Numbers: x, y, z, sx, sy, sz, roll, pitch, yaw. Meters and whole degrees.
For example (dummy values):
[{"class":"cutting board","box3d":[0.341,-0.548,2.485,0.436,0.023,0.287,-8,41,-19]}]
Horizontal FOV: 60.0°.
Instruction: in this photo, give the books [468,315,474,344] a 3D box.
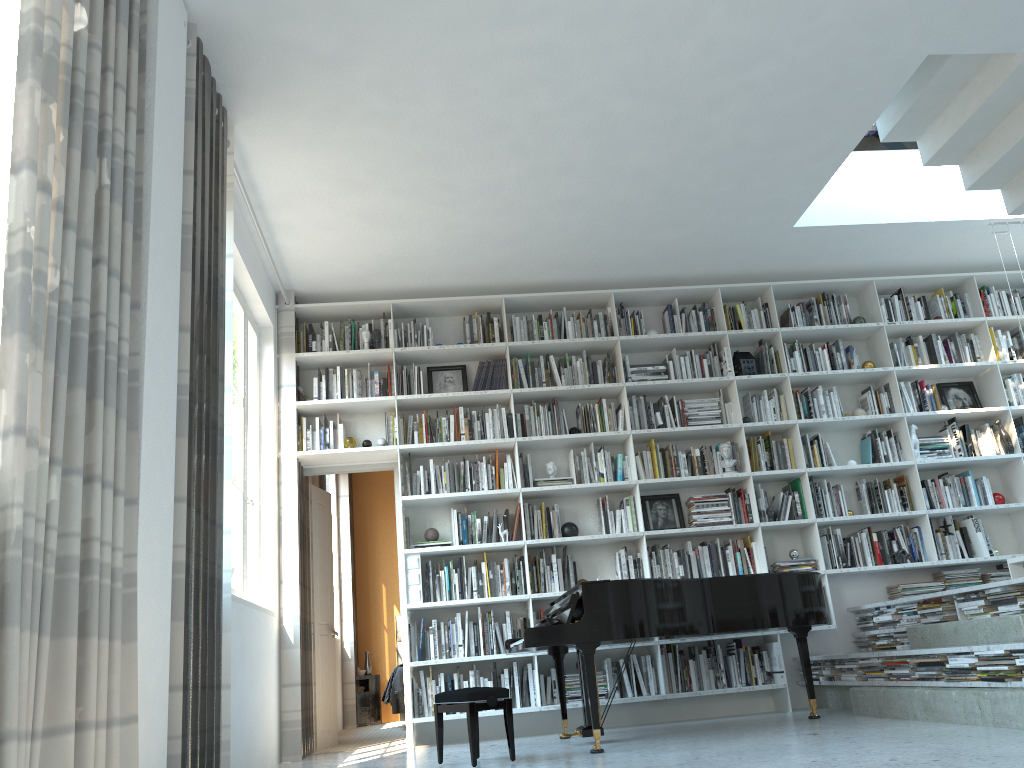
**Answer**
[{"class":"books","box3d":[-0.311,-0.363,6.780,0.024,0.278,0.188,-3,-18,-6]}]

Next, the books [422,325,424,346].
[{"class":"books","box3d":[-0.673,-0.314,6.734,0.013,0.219,0.182,-3,-18,-6]}]

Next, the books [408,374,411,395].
[{"class":"books","box3d":[-0.765,0.051,6.634,0.012,0.214,0.132,-3,-18,-6]}]

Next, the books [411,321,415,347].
[{"class":"books","box3d":[-0.750,-0.329,6.734,0.016,0.260,0.154,-3,-18,-6]}]

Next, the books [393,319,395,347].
[{"class":"books","box3d":[-0.890,-0.328,6.735,0.007,0.284,0.160,-3,-18,-6]}]

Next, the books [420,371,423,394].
[{"class":"books","box3d":[-0.670,0.034,6.609,0.012,0.213,0.186,-3,-18,-6]}]

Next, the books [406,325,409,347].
[{"class":"books","box3d":[-0.791,-0.309,6.723,0.013,0.224,0.177,-3,-18,-6]}]

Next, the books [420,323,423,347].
[{"class":"books","box3d":[-0.688,-0.326,6.746,0.013,0.252,0.129,-3,-18,-6]}]

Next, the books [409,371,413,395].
[{"class":"books","box3d":[-0.748,0.037,6.602,0.018,0.218,0.187,-3,-18,-6]}]

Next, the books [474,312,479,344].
[{"class":"books","box3d":[-0.267,-0.378,6.815,0.014,0.319,0.137,-3,-18,-6]}]

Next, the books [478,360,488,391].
[{"class":"books","box3d":[-0.227,-0.016,6.675,0.110,0.278,0.175,-3,-18,-6]}]

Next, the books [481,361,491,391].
[{"class":"books","box3d":[-0.205,-0.012,6.694,0.110,0.278,0.175,-3,-18,-6]}]

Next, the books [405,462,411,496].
[{"class":"books","box3d":[-0.745,0.714,6.383,0.027,0.265,0.176,-3,-18,-6]}]

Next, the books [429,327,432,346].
[{"class":"books","box3d":[-0.618,-0.306,6.744,0.014,0.201,0.171,-3,-18,-6]}]

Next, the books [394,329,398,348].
[{"class":"books","box3d":[-0.874,-0.293,6.716,0.017,0.203,0.143,-3,-18,-6]}]

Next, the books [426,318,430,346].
[{"class":"books","box3d":[-0.637,-0.343,6.773,0.015,0.292,0.131,-3,-18,-6]}]

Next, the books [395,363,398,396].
[{"class":"books","box3d":[-0.855,0.009,6.606,0.005,0.291,0.184,-3,-18,-6]}]

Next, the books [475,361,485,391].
[{"class":"books","box3d":[-0.251,-0.009,6.690,0.110,0.278,0.175,-3,-18,-6]}]

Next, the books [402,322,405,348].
[{"class":"books","box3d":[-0.822,-0.318,6.726,0.012,0.248,0.180,-3,-18,-6]}]

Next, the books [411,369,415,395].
[{"class":"books","box3d":[-0.738,0.028,6.617,0.019,0.243,0.154,-3,-18,-6]}]

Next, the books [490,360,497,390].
[{"class":"books","box3d":[-0.143,-0.021,6.703,0.078,0.284,0.175,-3,-18,-6]}]

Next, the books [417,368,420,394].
[{"class":"books","box3d":[-0.696,0.022,6.621,0.011,0.249,0.168,-3,-18,-6]}]

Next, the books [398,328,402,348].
[{"class":"books","box3d":[-0.843,-0.296,6.725,0.032,0.209,0.159,-3,-18,-6]}]

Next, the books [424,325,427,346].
[{"class":"books","box3d":[-0.656,-0.314,6.728,0.021,0.213,0.174,-3,-18,-6]}]

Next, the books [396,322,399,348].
[{"class":"books","box3d":[-0.865,-0.318,6.731,0.007,0.258,0.157,-3,-18,-6]}]

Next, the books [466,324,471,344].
[{"class":"books","box3d":[-0.334,-0.331,6.772,0.028,0.217,0.153,-3,-18,-6]}]

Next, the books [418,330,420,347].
[{"class":"books","box3d":[-0.704,-0.293,6.728,0.026,0.182,0.162,-3,-18,-6]}]

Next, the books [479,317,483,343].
[{"class":"books","box3d":[-0.238,-0.360,6.783,0.010,0.262,0.157,-3,-18,-6]}]

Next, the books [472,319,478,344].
[{"class":"books","box3d":[-0.283,-0.351,6.777,0.028,0.248,0.156,-3,-18,-6]}]

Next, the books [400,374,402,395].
[{"class":"books","box3d":[-0.828,0.054,6.608,0.015,0.206,0.173,-3,-18,-6]}]

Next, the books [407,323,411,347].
[{"class":"books","box3d":[-0.778,-0.317,6.732,0.016,0.242,0.156,-3,-18,-6]}]

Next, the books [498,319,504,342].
[{"class":"books","box3d":[-0.087,-0.357,6.816,0.039,0.251,0.147,-3,-18,-6]}]

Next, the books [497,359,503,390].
[{"class":"books","box3d":[-0.098,-0.023,6.707,0.078,0.284,0.175,-3,-18,-6]}]

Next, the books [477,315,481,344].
[{"class":"books","box3d":[-0.251,-0.365,6.796,0.013,0.282,0.167,-3,-18,-6]}]

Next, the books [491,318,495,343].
[{"class":"books","box3d":[-0.149,-0.358,6.809,0.022,0.259,0.152,-3,-18,-6]}]

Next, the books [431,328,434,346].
[{"class":"books","box3d":[-0.606,-0.308,6.756,0.013,0.209,0.137,-3,-18,-6]}]

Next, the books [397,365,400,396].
[{"class":"books","box3d":[-0.842,0.014,6.616,0.006,0.286,0.149,-3,-18,-6]}]

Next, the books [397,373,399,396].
[{"class":"books","box3d":[-0.849,0.048,6.629,0.006,0.232,0.136,-3,-18,-6]}]

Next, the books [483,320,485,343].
[{"class":"books","box3d":[-0.218,-0.348,6.812,0.013,0.253,0.130,-3,-18,-6]}]

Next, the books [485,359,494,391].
[{"class":"books","box3d":[-0.174,-0.022,6.679,0.097,0.281,0.175,-3,-18,-6]}]

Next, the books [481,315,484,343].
[{"class":"books","box3d":[-0.228,-0.366,6.786,0.011,0.273,0.184,-3,-18,-6]}]

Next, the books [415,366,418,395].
[{"class":"books","box3d":[-0.712,0.016,6.612,0.023,0.257,0.184,-3,-18,-6]}]

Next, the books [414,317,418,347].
[{"class":"books","box3d":[-0.727,-0.344,6.723,0.015,0.278,0.191,-3,-18,-6]}]

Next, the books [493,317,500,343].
[{"class":"books","box3d":[-0.121,-0.361,6.799,0.031,0.253,0.179,-3,-18,-6]}]

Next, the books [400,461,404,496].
[{"class":"books","box3d":[-0.790,0.715,6.406,0.012,0.284,0.160,-3,-18,-6]}]

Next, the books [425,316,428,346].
[{"class":"books","box3d":[-0.647,-0.350,6.762,0.007,0.300,0.146,-3,-18,-6]}]

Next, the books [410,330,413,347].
[{"class":"books","box3d":[-0.762,-0.291,6.734,0.014,0.192,0.147,-3,-18,-6]}]

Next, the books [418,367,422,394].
[{"class":"books","box3d":[-0.685,0.018,6.621,0.012,0.254,0.167,-3,-18,-6]}]

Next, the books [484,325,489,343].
[{"class":"books","box3d":[-0.194,-0.326,6.781,0.027,0.189,0.178,-3,-18,-6]}]

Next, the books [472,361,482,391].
[{"class":"books","box3d":[-0.272,-0.011,6.679,0.110,0.278,0.175,-3,-18,-6]}]

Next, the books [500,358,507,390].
[{"class":"books","box3d":[-0.074,-0.029,6.696,0.078,0.284,0.175,-3,-18,-6]}]

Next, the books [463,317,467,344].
[{"class":"books","box3d":[-0.358,-0.354,6.791,0.013,0.277,0.151,-3,-18,-6]}]

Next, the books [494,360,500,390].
[{"class":"books","box3d":[-0.121,-0.021,6.709,0.078,0.284,0.175,-3,-18,-6]}]

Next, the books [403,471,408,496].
[{"class":"books","box3d":[-0.767,0.747,6.388,0.026,0.208,0.155,-3,-18,-6]}]

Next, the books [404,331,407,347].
[{"class":"books","box3d":[-0.806,-0.289,6.733,0.017,0.193,0.129,-3,-18,-6]}]

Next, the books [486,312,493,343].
[{"class":"books","box3d":[-0.172,-0.382,6.790,0.025,0.296,0.164,-3,-18,-6]}]

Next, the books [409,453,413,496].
[{"class":"books","box3d":[-0.728,0.679,6.393,0.012,0.332,0.185,-3,-18,-6]}]

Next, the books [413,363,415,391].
[{"class":"books","box3d":[-0.728,0.009,6.623,0.005,0.280,0.191,-3,-18,-6]}]

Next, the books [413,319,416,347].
[{"class":"books","box3d":[-0.739,-0.335,6.735,0.007,0.271,0.155,-3,-18,-6]}]
